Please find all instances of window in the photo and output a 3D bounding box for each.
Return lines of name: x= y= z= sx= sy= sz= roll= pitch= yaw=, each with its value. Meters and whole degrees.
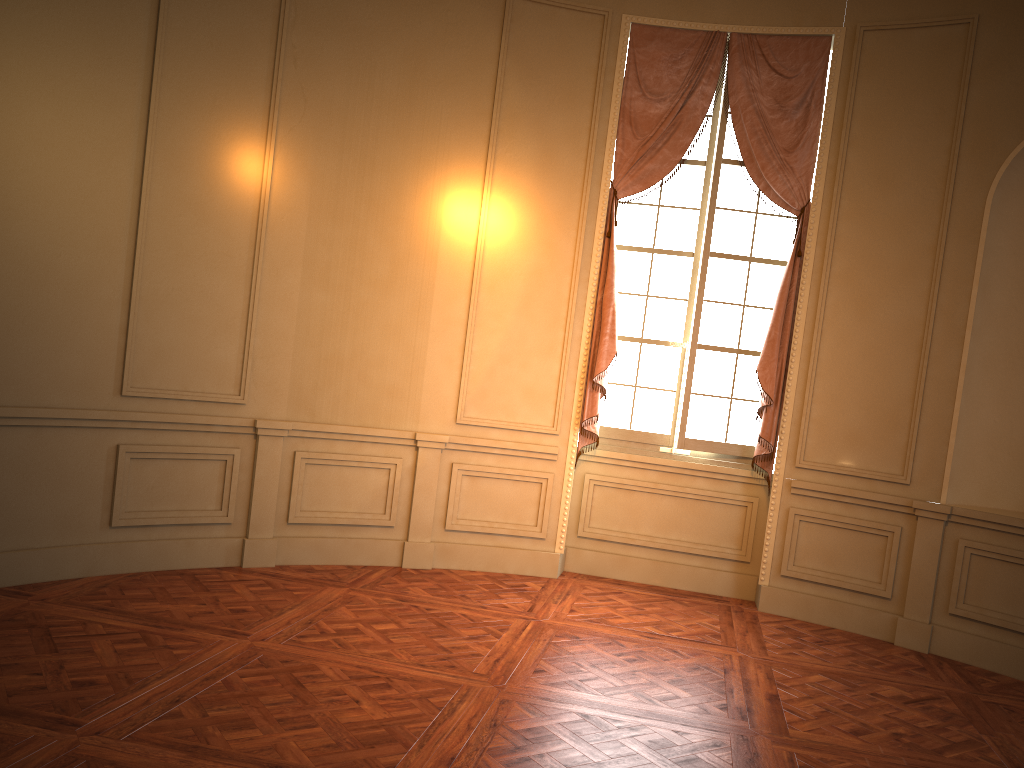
window: x=1.283 y=-0.887 z=6.014 sx=1.298 sy=2.846 sz=0.154 roll=7 pitch=3 yaw=9

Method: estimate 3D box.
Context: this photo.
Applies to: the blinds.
blinds: x=1.237 y=-0.821 z=5.791 sx=1.322 sy=2.986 sz=0.287 roll=7 pitch=3 yaw=8
